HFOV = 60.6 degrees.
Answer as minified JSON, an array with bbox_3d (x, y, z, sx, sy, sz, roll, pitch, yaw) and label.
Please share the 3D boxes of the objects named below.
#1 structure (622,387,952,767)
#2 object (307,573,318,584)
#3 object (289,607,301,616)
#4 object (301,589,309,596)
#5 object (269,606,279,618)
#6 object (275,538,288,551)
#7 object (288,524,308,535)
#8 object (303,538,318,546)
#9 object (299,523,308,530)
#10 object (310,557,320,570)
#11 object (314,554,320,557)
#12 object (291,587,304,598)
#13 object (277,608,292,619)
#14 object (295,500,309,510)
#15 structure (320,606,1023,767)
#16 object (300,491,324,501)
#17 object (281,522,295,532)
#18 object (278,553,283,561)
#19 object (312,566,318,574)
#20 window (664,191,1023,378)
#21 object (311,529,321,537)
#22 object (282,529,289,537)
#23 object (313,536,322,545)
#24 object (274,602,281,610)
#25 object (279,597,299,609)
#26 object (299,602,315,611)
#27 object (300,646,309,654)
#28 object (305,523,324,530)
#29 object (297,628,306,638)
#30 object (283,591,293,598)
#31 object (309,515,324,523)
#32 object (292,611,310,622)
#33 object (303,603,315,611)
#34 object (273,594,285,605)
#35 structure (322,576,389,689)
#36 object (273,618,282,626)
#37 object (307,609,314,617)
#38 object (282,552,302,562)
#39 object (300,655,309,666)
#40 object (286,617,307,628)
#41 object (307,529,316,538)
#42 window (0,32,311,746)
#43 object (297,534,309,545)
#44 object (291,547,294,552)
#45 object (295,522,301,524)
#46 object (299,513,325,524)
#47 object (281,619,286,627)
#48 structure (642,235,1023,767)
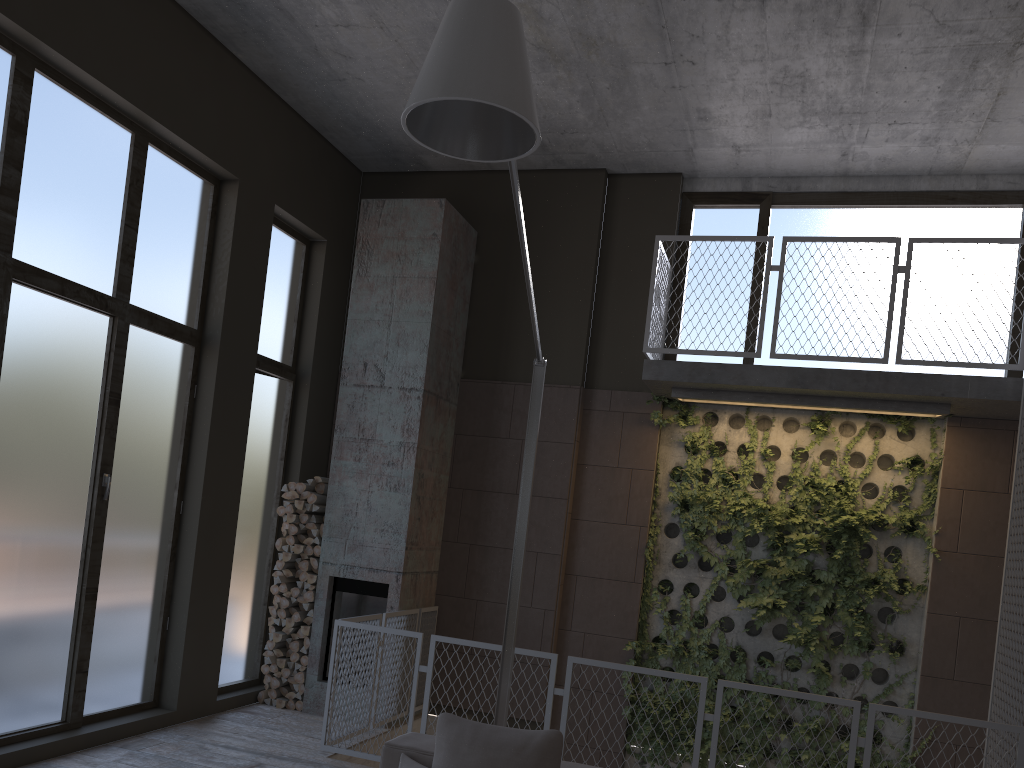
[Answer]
[{"bbox_3d":[2.254,1.735,7.299,2.617,3.796,1.014,5,-2,18],"label":"structure"},{"bbox_3d":[-1.684,1.753,7.903,0.093,0.083,0.487,5,-9,17],"label":"object"},{"bbox_3d":[-1.900,2.072,7.991,0.101,0.086,0.368,5,-9,17],"label":"object"},{"bbox_3d":[-1.772,1.878,7.938,0.067,0.070,0.430,5,-9,17],"label":"object"},{"bbox_3d":[-2.082,2.070,7.975,0.088,0.107,0.371,5,-9,17],"label":"object"},{"bbox_3d":[-2.030,1.463,7.989,0.063,0.124,0.369,6,-8,17],"label":"object"},{"bbox_3d":[-1.898,1.317,7.922,0.098,0.106,0.299,5,-8,19],"label":"object"},{"bbox_3d":[-1.734,1.438,7.959,0.114,0.078,0.442,4,-9,17],"label":"object"},{"bbox_3d":[-1.815,1.296,7.956,0.064,0.073,0.365,5,-9,16],"label":"object"},{"bbox_3d":[-1.692,1.615,7.876,0.088,0.107,0.371,5,-9,17],"label":"object"},{"bbox_3d":[-1.658,1.505,7.884,0.100,0.102,0.297,5,-8,19],"label":"object"},{"bbox_3d":[-1.849,1.878,7.931,0.090,0.088,0.462,5,-9,16],"label":"object"},{"bbox_3d":[-1.983,2.078,7.989,0.092,0.092,0.444,5,-9,17],"label":"object"},{"bbox_3d":[-1.804,1.108,7.941,0.093,0.082,0.487,5,-9,17],"label":"object"},{"bbox_3d":[1.057,2.467,6.543,4.410,0.927,1.957,4,-8,18],"label":"structure"},{"bbox_3d":[-1.769,1.018,7.898,0.103,0.083,0.368,5,-9,17],"label":"object"},{"bbox_3d":[-1.974,1.310,7.992,0.100,0.102,0.297,5,-8,19],"label":"object"},{"bbox_3d":[-1.984,1.573,7.963,0.067,0.066,0.429,5,-9,17],"label":"object"},{"bbox_3d":[-1.697,1.674,7.947,0.101,0.086,0.368,5,-9,17],"label":"object"},{"bbox_3d":[3.151,-0.751,7.427,3.552,1.739,0.111,4,-2,18],"label":"window"},{"bbox_3d":[-1.688,1.357,7.922,0.066,0.084,0.432,5,-9,16],"label":"object"},{"bbox_3d":[-1.987,1.343,7.906,0.045,0.072,0.255,5,-9,17],"label":"object"},{"bbox_3d":[-1.664,1.415,7.918,0.071,0.072,0.429,5,-9,17],"label":"object"},{"bbox_3d":[-2.061,1.994,7.897,0.045,0.072,0.255,5,-9,17],"label":"object"},{"bbox_3d":[-1.972,1.967,7.913,0.098,0.106,0.299,5,-8,19],"label":"object"},{"bbox_3d":[-1.828,2.025,8.007,0.103,0.101,0.296,5,-8,17],"label":"object"},{"bbox_3d":[-1.773,2.374,7.905,0.071,0.072,0.429,5,-9,17],"label":"object"},{"bbox_3d":[-1.718,1.288,7.922,0.121,0.067,0.369,4,-9,19],"label":"object"},{"bbox_3d":[-1.789,2.235,7.932,0.090,0.088,0.462,5,-9,17],"label":"object"},{"bbox_3d":[-1.950,1.898,7.941,0.088,0.056,0.338,4,-9,17],"label":"object"},{"bbox_3d":[-1.699,1.227,7.947,0.067,0.070,0.430,5,-9,17],"label":"object"},{"bbox_3d":[-1.822,2.088,7.910,0.090,0.088,0.462,5,-9,19],"label":"object"},{"bbox_3d":[-1.762,2.007,7.913,0.066,0.084,0.432,5,-9,16],"label":"object"},{"bbox_3d":[-2.048,1.960,7.983,0.100,0.102,0.297,5,-8,19],"label":"object"},{"bbox_3d":[-1.335,2.165,7.649,0.573,0.921,0.057,5,-1,18],"label":"structure"},{"bbox_3d":[-2.035,2.151,7.995,0.067,0.066,0.429,5,-9,17],"label":"object"},{"bbox_3d":[-1.713,2.042,7.896,0.066,0.084,0.432,5,-9,16],"label":"object"},{"bbox_3d":[-1.912,1.567,7.939,0.093,0.083,0.487,5,-9,17],"label":"object"},{"bbox_3d":[-1.755,2.471,7.905,0.091,0.091,0.444,5,-9,17],"label":"object"},{"bbox_3d":[-1.886,2.152,7.946,0.093,0.083,0.487,5,-9,17],"label":"object"},{"bbox_3d":[-1.754,1.374,8.016,0.103,0.101,0.296,5,-8,17],"label":"object"},{"bbox_3d":[-3.435,-0.149,3.767,0.208,4.124,9.352,6,-8,17],"label":"window"},{"bbox_3d":[-1.826,1.422,8.000,0.101,0.086,0.368,5,-9,17],"label":"object"},{"bbox_3d":[-1.834,1.503,7.942,0.114,0.078,0.442,4,-9,17],"label":"object"},{"bbox_3d":[-1.876,1.248,7.950,0.088,0.056,0.338,4,-9,17],"label":"object"},{"bbox_3d":[-1.775,1.228,7.940,0.090,0.088,0.462,5,-9,16],"label":"object"},{"bbox_3d":[-1.959,2.158,7.971,0.067,0.066,0.429,5,-9,17],"label":"object"},{"bbox_3d":[2.546,0.992,6.063,3.669,4.285,3.075,5,-4,18],"label":"structure"}]
